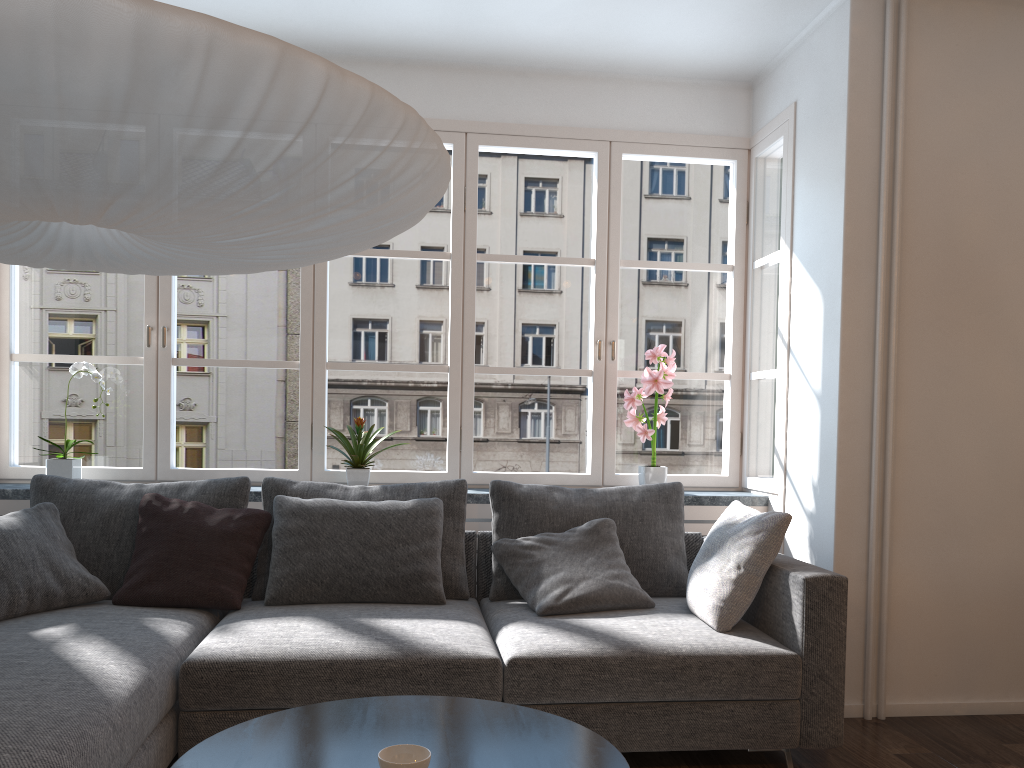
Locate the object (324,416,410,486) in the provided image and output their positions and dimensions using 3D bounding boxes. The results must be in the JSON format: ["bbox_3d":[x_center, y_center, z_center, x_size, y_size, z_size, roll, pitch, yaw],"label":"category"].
[{"bbox_3d":[-0.656,0.310,3.954,0.376,0.329,0.322,2,-1,-32],"label":"object"}]

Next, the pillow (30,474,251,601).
[{"bbox_3d":[-1.452,0.594,3.402,0.836,0.478,0.275,1,1,-7],"label":"pillow"}]

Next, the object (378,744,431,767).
[{"bbox_3d":[-0.188,0.669,1.499,0.091,0.069,0.139,1,-2,5],"label":"object"}]

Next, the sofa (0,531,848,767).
[{"bbox_3d":[-0.437,0.893,2.665,3.068,0.672,2.040,1,-2,-7],"label":"sofa"}]

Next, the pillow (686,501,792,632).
[{"bbox_3d":[0.778,0.647,3.213,0.286,0.414,0.494,1,-1,-8],"label":"pillow"}]

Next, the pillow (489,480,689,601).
[{"bbox_3d":[0.319,0.639,3.619,0.836,0.477,0.275,1,1,-7],"label":"pillow"}]

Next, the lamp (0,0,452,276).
[{"bbox_3d":[-0.856,-0.374,1.737,1.469,0.210,1.471,0,-3,30],"label":"lamp"}]

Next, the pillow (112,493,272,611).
[{"bbox_3d":[-1.180,0.617,3.279,0.521,0.404,0.311,1,0,-5],"label":"pillow"}]

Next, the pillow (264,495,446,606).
[{"bbox_3d":[-0.586,0.634,3.376,0.667,0.398,0.292,1,0,-7],"label":"pillow"}]

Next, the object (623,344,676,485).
[{"bbox_3d":[0.646,0.163,4.119,0.201,0.691,0.297,0,1,-28],"label":"object"}]

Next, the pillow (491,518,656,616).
[{"bbox_3d":[0.227,0.684,3.368,0.492,0.321,0.444,2,-1,-25],"label":"pillow"}]

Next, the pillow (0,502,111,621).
[{"bbox_3d":[-1.715,0.610,3.068,0.346,0.360,0.515,1,-1,32],"label":"pillow"}]

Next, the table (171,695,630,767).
[{"bbox_3d":[-0.207,0.947,1.658,0.847,0.473,0.847,1,-2,-5],"label":"table"}]

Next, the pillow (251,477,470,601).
[{"bbox_3d":[-0.589,0.614,3.519,0.839,0.475,0.276,1,0,-7],"label":"pillow"}]
